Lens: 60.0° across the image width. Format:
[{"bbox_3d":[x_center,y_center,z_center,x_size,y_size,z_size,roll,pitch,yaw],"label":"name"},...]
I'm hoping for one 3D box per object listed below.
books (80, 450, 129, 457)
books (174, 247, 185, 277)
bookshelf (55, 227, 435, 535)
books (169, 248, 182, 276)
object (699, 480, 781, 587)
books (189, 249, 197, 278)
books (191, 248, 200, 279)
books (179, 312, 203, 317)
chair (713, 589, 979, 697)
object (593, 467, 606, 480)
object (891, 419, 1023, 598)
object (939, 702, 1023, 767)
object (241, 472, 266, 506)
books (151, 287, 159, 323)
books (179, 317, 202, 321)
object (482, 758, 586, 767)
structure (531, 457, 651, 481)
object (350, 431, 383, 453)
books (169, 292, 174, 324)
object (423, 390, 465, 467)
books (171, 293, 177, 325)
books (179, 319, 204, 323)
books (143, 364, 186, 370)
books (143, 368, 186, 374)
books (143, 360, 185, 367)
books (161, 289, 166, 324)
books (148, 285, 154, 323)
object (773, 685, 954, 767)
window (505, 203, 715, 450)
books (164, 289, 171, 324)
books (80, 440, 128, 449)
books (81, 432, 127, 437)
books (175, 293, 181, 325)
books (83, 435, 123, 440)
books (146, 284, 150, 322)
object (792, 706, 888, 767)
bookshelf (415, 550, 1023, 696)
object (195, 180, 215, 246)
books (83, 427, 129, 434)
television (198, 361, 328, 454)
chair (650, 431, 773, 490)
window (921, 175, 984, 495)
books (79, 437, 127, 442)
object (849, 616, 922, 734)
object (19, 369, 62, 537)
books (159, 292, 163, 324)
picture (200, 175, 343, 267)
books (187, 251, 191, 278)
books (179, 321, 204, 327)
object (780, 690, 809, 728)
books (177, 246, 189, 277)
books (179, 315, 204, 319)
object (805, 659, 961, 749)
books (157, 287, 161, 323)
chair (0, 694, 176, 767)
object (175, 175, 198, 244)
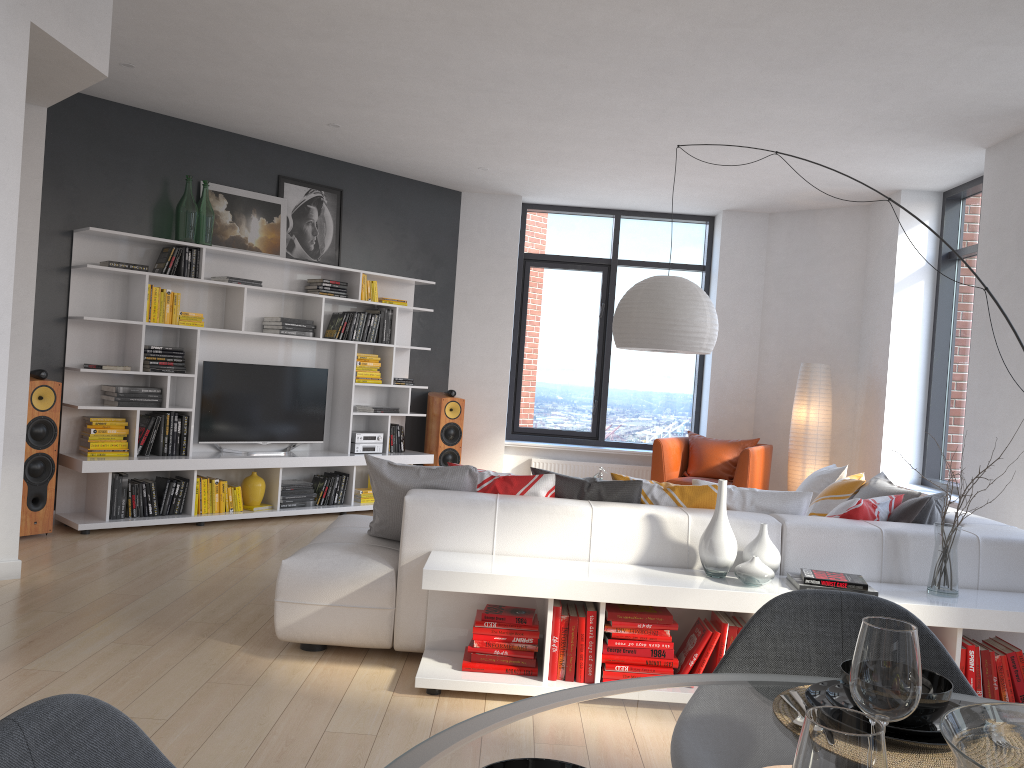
[{"bbox_3d":[-2.860,0.485,6.223,0.270,0.029,0.204,4,1,-40],"label":"books"},{"bbox_3d":[-2.446,-0.888,6.503,0.021,0.221,0.156,3,1,-45],"label":"books"},{"bbox_3d":[-1.884,0.032,7.047,3.000,2.052,0.455,3,1,-45],"label":"bookshelf"},{"bbox_3d":[-2.480,-0.887,6.468,0.154,0.212,0.074,5,1,44],"label":"books"},{"bbox_3d":[0.936,0.599,3.637,0.316,0.398,0.319,4,1,24],"label":"object"},{"bbox_3d":[-2.392,-0.885,6.559,0.038,0.218,0.169,3,1,-45],"label":"books"},{"bbox_3d":[-2.366,-0.890,6.573,0.019,0.230,0.174,3,1,-45],"label":"books"},{"bbox_3d":[-2.413,-0.516,6.582,0.186,0.026,0.138,3,1,-45],"label":"books"},{"bbox_3d":[0.577,0.849,1.442,0.655,0.891,0.619,4,1,7],"label":"chair"},{"bbox_3d":[0.487,0.663,5.776,0.330,0.265,0.330,4,1,24],"label":"object"},{"bbox_3d":[1.803,0.488,3.552,0.406,0.744,0.607,5,1,40],"label":"object"},{"bbox_3d":[0.537,0.434,0.810,0.278,0.184,0.278,4,1,9],"label":"object"},{"bbox_3d":[-2.019,0.814,6.918,0.185,0.257,0.185,4,1,23],"label":"object"},{"bbox_3d":[-2.612,-0.567,6.384,0.044,0.255,0.198,3,1,-45],"label":"books"},{"bbox_3d":[-2.398,-0.479,6.561,0.169,0.018,0.113,3,1,-43],"label":"books"},{"bbox_3d":[0.030,0.451,0.899,0.258,0.074,0.258,4,1,-19],"label":"object"},{"bbox_3d":[0.908,1.008,8.734,1.474,0.460,0.110,4,1,0],"label":"structure"},{"bbox_3d":[-1.314,0.505,7.717,0.285,0.174,0.270,3,1,-45],"label":"object"},{"bbox_3d":[-2.523,-0.553,6.472,0.023,0.239,0.169,3,1,-45],"label":"books"},{"bbox_3d":[-0.672,0.587,8.299,0.290,1.088,0.434,4,1,-30],"label":"object"},{"bbox_3d":[-2.503,-0.550,6.487,0.024,0.234,0.172,3,1,-45],"label":"books"},{"bbox_3d":[-2.408,-0.467,6.578,0.196,0.011,0.148,3,1,-45],"label":"books"},{"bbox_3d":[-2.547,-0.123,6.460,0.189,0.025,0.270,5,1,44],"label":"books"},{"bbox_3d":[-2.548,-0.098,6.459,0.189,0.026,0.263,5,1,44],"label":"books"},{"bbox_3d":[-2.563,-0.152,6.468,0.209,0.030,0.266,5,1,44],"label":"books"},{"bbox_3d":[-2.563,-0.562,6.433,0.019,0.251,0.180,3,1,-45],"label":"books"},{"bbox_3d":[-2.633,-0.575,6.355,0.025,0.270,0.213,3,1,-45],"label":"books"},{"bbox_3d":[0.585,0.523,1.355,0.360,0.002,0.360,5,1,42],"label":"object"},{"bbox_3d":[0.990,-0.564,9.046,1.960,2.402,0.170,4,1,0],"label":"window"},{"bbox_3d":[-2.542,-0.560,6.450,0.035,0.250,0.185,3,1,-45],"label":"books"},{"bbox_3d":[-2.867,0.423,6.231,0.255,0.044,0.198,3,1,-45],"label":"books"},{"bbox_3d":[-2.870,0.353,6.238,0.251,0.019,0.180,3,1,-45],"label":"books"},{"bbox_3d":[-2.487,-0.549,6.508,0.024,0.234,0.172,3,1,-45],"label":"books"},{"bbox_3d":[-2.868,0.375,6.217,0.228,0.024,0.152,3,1,-41],"label":"books"},{"bbox_3d":[-2.646,-0.576,6.330,0.029,0.270,0.204,3,1,-45],"label":"books"},{"bbox_3d":[0.278,0.399,0.765,0.083,0.220,0.083,4,1,28],"label":"object"},{"bbox_3d":[0.937,1.050,3.584,2.600,0.500,0.356,4,1,0],"label":"bookshelf"},{"bbox_3d":[-2.315,-1.277,6.662,0.157,0.507,0.157,4,1,-31],"label":"object"},{"bbox_3d":[-2.859,0.327,6.244,0.250,0.035,0.185,3,1,-42],"label":"books"},{"bbox_3d":[-1.979,0.199,7.121,1.102,0.704,0.207,3,1,-45],"label":"television"},{"bbox_3d":[1.797,0.879,7.897,0.896,0.858,0.843,4,1,32],"label":"chair"},{"bbox_3d":[3.519,-0.357,6.609,0.170,2.402,1.310,4,1,0],"label":"window"},{"bbox_3d":[-2.877,0.392,6.239,0.263,0.015,0.198,3,1,-42],"label":"books"},{"bbox_3d":[0.462,0.408,1.106,0.083,0.220,0.083,4,1,-28],"label":"object"},{"bbox_3d":[-3.211,0.435,5.791,0.434,1.088,0.290,4,1,30],"label":"object"},{"bbox_3d":[-2.565,-0.549,6.405,0.024,0.229,0.156,3,1,-45],"label":"books"},{"bbox_3d":[-1.918,-1.350,7.192,1.279,0.707,0.076,3,1,-45],"label":"picture"},{"bbox_3d":[-2.412,-0.878,6.537,0.021,0.200,0.147,3,1,-45],"label":"books"},{"bbox_3d":[-2.408,-0.444,6.575,0.190,0.033,0.147,3,1,-45],"label":"books"},{"bbox_3d":[0.576,0.515,1.355,0.309,0.015,0.206,4,1,5],"label":"object"},{"bbox_3d":[-2.432,-0.893,6.524,0.025,0.232,0.176,3,1,-45],"label":"books"},{"bbox_3d":[-2.403,-0.496,6.576,0.187,0.014,0.134,3,1,-45],"label":"books"},{"bbox_3d":[0.588,0.485,1.366,0.258,0.074,0.258,4,1,-19],"label":"object"},{"bbox_3d":[-2.592,-0.568,6.407,0.015,0.263,0.199,3,1,-45],"label":"books"},{"bbox_3d":[-0.238,0.798,0.881,0.619,0.891,0.655,4,1,2],"label":"chair"},{"bbox_3d":[-2.385,-1.280,6.512,0.157,0.507,0.157,4,1,-31],"label":"object"}]
